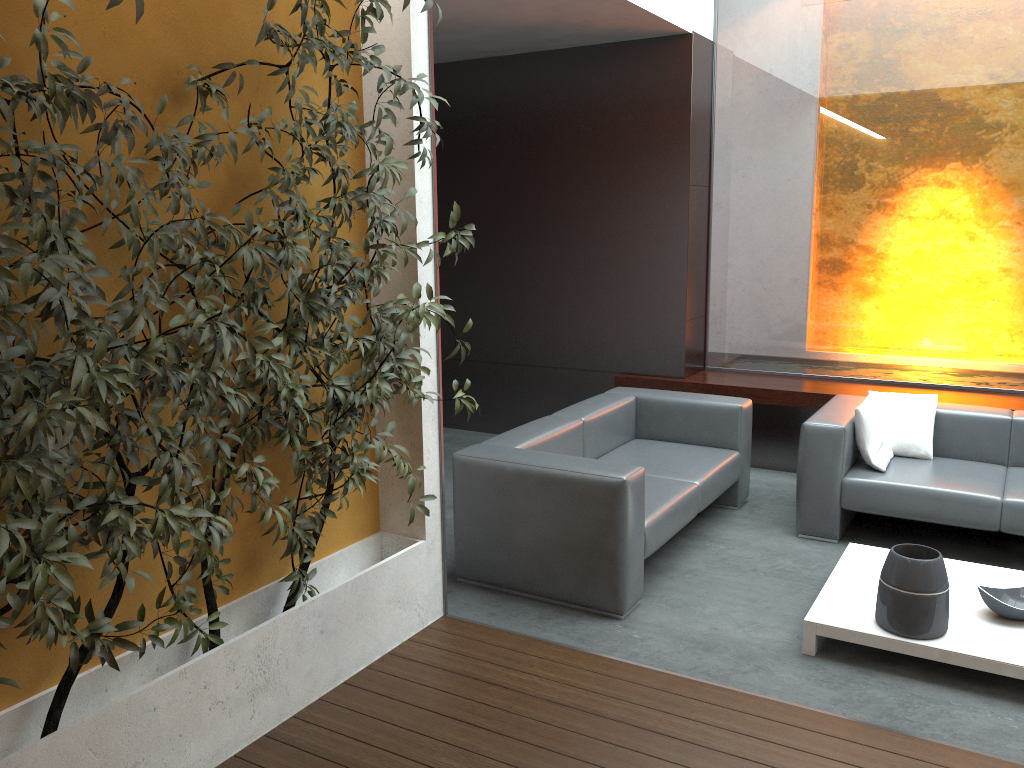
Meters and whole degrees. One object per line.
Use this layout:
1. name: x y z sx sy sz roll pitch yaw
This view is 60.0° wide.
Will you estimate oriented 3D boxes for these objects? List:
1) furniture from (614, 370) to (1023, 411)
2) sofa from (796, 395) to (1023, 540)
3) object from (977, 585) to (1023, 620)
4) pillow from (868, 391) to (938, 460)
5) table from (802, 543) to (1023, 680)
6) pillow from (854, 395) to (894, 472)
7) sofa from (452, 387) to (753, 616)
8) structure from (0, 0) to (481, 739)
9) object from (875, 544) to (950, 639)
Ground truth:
1. furniture: 3.505 0.192 5.415 6.000 0.109 0.600 5 12 30
2. sofa: 2.979 0.554 4.578 2.781 0.652 0.943 5 12 30
3. object: 2.045 0.882 3.586 0.317 0.125 0.223 -1 10 -3
4. pillow: 2.241 0.235 5.125 0.376 0.361 0.169 5 12 28
5. table: 1.867 0.989 3.779 1.000 0.150 1.000 5 12 30
6. pillow: 2.019 0.271 4.948 0.186 0.358 0.376 5 12 29
7. sofa: 0.601 0.516 4.926 0.943 0.652 2.025 5 12 30
8. structure: -1.119 -0.173 2.318 0.622 2.483 3.166 5 12 29
9. object: 1.585 0.808 3.501 0.265 0.309 0.265 0 10 3
